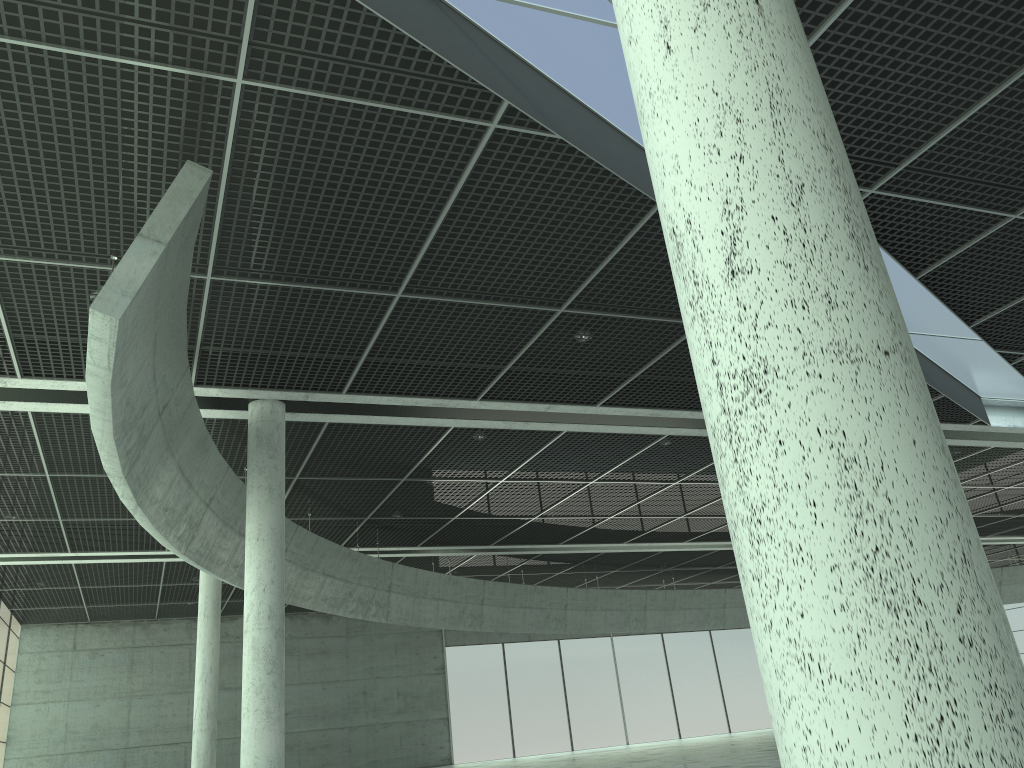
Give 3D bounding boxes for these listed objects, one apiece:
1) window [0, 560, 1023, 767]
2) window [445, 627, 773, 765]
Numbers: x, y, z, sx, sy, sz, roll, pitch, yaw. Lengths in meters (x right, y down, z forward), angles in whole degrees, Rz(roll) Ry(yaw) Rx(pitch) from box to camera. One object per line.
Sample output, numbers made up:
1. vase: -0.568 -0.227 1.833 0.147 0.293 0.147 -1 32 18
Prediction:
1. window: 27.638 8.912 41.826 100.603 16.072 99.797 4 -25 -22
2. window: 9.995 31.622 82.609 33.468 10.657 0.159 4 -25 -22
